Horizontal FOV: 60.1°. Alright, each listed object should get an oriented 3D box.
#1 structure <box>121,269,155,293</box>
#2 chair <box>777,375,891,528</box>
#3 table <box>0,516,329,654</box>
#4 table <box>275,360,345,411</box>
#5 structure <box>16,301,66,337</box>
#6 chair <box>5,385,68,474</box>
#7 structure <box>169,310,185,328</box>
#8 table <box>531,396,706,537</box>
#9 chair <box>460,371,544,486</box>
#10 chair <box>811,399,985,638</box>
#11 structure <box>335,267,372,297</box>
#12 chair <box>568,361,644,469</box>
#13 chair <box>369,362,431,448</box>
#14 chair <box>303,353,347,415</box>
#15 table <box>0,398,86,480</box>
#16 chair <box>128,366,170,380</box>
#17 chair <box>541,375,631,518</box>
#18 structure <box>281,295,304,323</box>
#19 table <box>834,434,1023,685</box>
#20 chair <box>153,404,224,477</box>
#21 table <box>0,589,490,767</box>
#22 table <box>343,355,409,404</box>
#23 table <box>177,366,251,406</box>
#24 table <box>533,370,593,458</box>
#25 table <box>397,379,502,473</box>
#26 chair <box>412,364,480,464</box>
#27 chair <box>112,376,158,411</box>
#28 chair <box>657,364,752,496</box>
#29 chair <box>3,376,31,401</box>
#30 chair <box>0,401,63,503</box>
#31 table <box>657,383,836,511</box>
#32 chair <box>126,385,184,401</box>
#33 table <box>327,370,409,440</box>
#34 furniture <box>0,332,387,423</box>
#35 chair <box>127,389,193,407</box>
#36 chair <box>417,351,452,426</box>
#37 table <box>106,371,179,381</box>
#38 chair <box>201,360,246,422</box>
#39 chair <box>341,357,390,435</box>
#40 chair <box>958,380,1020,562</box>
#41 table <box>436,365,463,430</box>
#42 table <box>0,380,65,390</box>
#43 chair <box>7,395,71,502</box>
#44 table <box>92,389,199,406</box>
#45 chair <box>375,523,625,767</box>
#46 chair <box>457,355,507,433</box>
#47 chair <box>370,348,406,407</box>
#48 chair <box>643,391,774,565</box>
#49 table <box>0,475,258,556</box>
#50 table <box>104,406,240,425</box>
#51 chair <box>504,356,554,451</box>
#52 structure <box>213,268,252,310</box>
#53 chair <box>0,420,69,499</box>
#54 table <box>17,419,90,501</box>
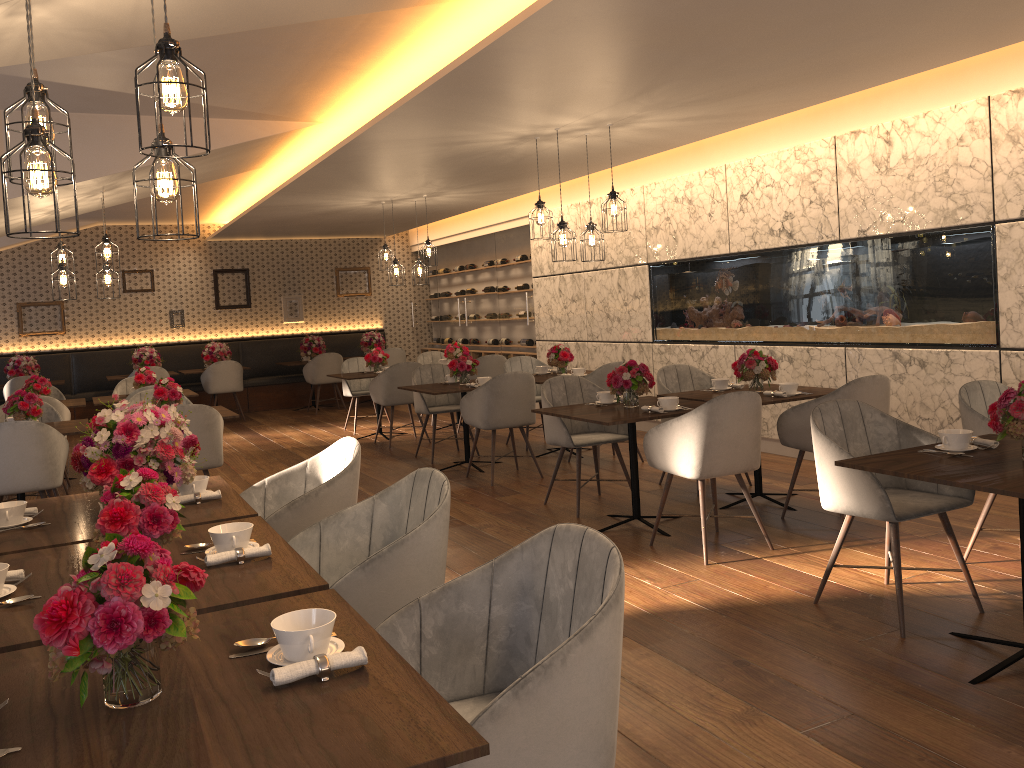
[{"bbox_3d":[-5.575,-1.535,13.214,0.450,0.344,0.016,-5,2,-26],"label":"structure"},{"bbox_3d":[1.925,0.372,5.199,0.566,0.871,0.526,-5,3,-26],"label":"chair"},{"bbox_3d":[-1.027,0.866,2.385,0.898,0.719,0.897,-5,4,-26],"label":"table"},{"bbox_3d":[-3.027,0.019,13.435,0.898,0.719,0.897,-5,4,-26],"label":"table"},{"bbox_3d":[-6.717,-0.932,12.640,0.602,0.484,0.032,-5,2,-26],"label":"structure"},{"bbox_3d":[-4.678,0.451,8.728,0.566,0.871,0.526,-5,3,-26],"label":"chair"},{"bbox_3d":[-5.087,-0.986,13.452,0.216,0.277,0.018,-5,2,-26],"label":"structure"},{"bbox_3d":[0.739,0.503,5.364,0.898,0.719,0.897,-5,4,-26],"label":"table"},{"bbox_3d":[-0.073,0.324,7.089,0.566,0.871,0.526,-5,3,-26],"label":"chair"},{"bbox_3d":[1.588,0.518,3.752,0.566,0.871,0.526,-5,3,-26],"label":"chair"},{"bbox_3d":[-2.620,-1.690,14.658,0.602,0.484,0.032,-5,2,-26],"label":"structure"},{"bbox_3d":[0.785,0.236,7.512,0.566,0.871,0.526,-5,3,-26],"label":"chair"},{"bbox_3d":[-1.168,0.194,9.312,0.566,0.871,0.526,-5,3,-26],"label":"chair"},{"bbox_3d":[-2.700,-0.025,12.847,0.566,0.871,0.526,-5,3,-26],"label":"chair"},{"bbox_3d":[-4.390,0.561,8.138,0.898,0.719,0.897,-5,4,-26],"label":"table"},{"bbox_3d":[-4.827,0.191,11.800,0.566,0.871,0.526,-5,3,-26],"label":"chair"},{"bbox_3d":[0.493,0.388,5.974,0.566,0.871,0.526,-5,3,-26],"label":"chair"},{"bbox_3d":[-3.516,-1.203,14.218,0.340,0.439,0.034,-5,2,-26],"label":"structure"},{"bbox_3d":[1.834,0.632,3.141,0.898,0.719,0.897,-5,4,-26],"label":"table"},{"bbox_3d":[-2.178,0.552,5.889,0.566,0.871,0.526,-5,3,-26],"label":"chair"},{"bbox_3d":[-0.612,0.915,1.543,0.898,0.719,0.897,-5,4,-26],"label":"table"},{"bbox_3d":[-2.168,-0.069,13.858,0.898,0.719,0.897,-5,4,-26],"label":"table"},{"bbox_3d":[-4.295,0.148,12.810,0.898,0.719,0.897,-5,4,-26],"label":"table"},{"bbox_3d":[0.459,0.280,8.100,0.898,0.719,0.897,-5,4,-26],"label":"table"},{"bbox_3d":[-0.399,0.367,7.677,0.898,0.719,0.897,-5,4,-26],"label":"table"},{"bbox_3d":[-0.647,0.253,8.287,0.566,0.871,0.526,-5,3,-26],"label":"chair"},{"bbox_3d":[-3.820,0.364,9.151,0.566,0.871,0.526,-5,3,-26],"label":"chair"},{"bbox_3d":[1.351,0.301,6.398,0.566,0.871,0.526,-5,3,-26],"label":"chair"},{"bbox_3d":[-6.094,0.320,11.175,0.566,0.871,0.526,-5,3,-26],"label":"chair"},{"bbox_3d":[-3.651,0.573,6.643,0.566,0.871,0.526,-5,3,-26],"label":"chair"},{"bbox_3d":[1.598,0.415,5.787,0.898,0.719,0.897,-5,4,-26],"label":"table"},{"bbox_3d":[-3.205,0.430,7.973,0.566,0.871,0.526,-5,3,-26],"label":"chair"},{"bbox_3d":[-1.495,0.238,9.899,0.898,0.719,0.897,-5,4,-26],"label":"table"},{"bbox_3d":[-5.174,-0.006,13.087,7.101,1.080,0.541,-6,3,-26],"label":"furniture"},{"bbox_3d":[-2.793,0.485,7.066,0.566,0.871,0.526,-5,3,-26],"label":"chair"},{"bbox_3d":[-0.883,0.036,10.933,0.566,0.871,0.526,-5,3,-26],"label":"chair"},{"bbox_3d":[-5.153,0.235,12.387,0.898,0.719,0.897,-5,4,-26],"label":"table"},{"bbox_3d":[-3.968,0.104,12.223,0.566,0.871,0.526,-5,3,-26],"label":"chair"},{"bbox_3d":[-1.742,0.123,10.510,0.566,0.871,0.526,-5,3,-26],"label":"chair"},{"bbox_3d":[2.446,0.430,4.175,0.566,0.871,0.526,-5,3,-26],"label":"chair"},{"bbox_3d":[-0.636,0.150,10.322,0.898,0.719,0.897,-5,4,-26],"label":"table"},{"bbox_3d":[-6.421,0.364,11.763,0.898,0.719,0.897,-5,4,-26],"label":"table"},{"bbox_3d":[-4.063,0.518,7.550,0.566,0.871,0.526,-5,3,-26],"label":"chair"},{"bbox_3d":[-3.531,0.474,8.561,0.898,0.719,0.897,-5,4,-26],"label":"table"},{"bbox_3d":[-0.032,0.777,1.871,0.527,0.871,0.565,-5,3,-26],"label":"chair"},{"bbox_3d":[-0.310,0.107,9.735,0.566,0.871,0.526,-5,3,-26],"label":"chair"},{"bbox_3d":[-1.842,-0.112,13.270,0.566,0.871,0.526,-5,3,-26],"label":"chair"},{"bbox_3d":[1.066,0.459,4.776,0.566,0.871,0.526,-5,3,-26],"label":"chair"},{"bbox_3d":[-1.442,0.817,3.228,0.898,0.719,0.897,-5,4,-26],"label":"table"},{"bbox_3d":[-2.504,0.596,6.475,0.898,0.719,0.897,-5,4,-26],"label":"table"},{"bbox_3d":[0.212,0.165,8.710,0.566,0.871,0.526,-5,3,-26],"label":"chair"},{"bbox_3d":[-4.363,-1.481,13.808,0.545,0.631,0.035,-5,2,-26],"label":"structure"},{"bbox_3d":[-3.036,0.639,5.466,0.566,0.871,0.526,-5,3,-26],"label":"chair"},{"bbox_3d":[-3.363,0.683,6.053,0.898,0.719,0.897,-5,4,-26],"label":"table"}]
